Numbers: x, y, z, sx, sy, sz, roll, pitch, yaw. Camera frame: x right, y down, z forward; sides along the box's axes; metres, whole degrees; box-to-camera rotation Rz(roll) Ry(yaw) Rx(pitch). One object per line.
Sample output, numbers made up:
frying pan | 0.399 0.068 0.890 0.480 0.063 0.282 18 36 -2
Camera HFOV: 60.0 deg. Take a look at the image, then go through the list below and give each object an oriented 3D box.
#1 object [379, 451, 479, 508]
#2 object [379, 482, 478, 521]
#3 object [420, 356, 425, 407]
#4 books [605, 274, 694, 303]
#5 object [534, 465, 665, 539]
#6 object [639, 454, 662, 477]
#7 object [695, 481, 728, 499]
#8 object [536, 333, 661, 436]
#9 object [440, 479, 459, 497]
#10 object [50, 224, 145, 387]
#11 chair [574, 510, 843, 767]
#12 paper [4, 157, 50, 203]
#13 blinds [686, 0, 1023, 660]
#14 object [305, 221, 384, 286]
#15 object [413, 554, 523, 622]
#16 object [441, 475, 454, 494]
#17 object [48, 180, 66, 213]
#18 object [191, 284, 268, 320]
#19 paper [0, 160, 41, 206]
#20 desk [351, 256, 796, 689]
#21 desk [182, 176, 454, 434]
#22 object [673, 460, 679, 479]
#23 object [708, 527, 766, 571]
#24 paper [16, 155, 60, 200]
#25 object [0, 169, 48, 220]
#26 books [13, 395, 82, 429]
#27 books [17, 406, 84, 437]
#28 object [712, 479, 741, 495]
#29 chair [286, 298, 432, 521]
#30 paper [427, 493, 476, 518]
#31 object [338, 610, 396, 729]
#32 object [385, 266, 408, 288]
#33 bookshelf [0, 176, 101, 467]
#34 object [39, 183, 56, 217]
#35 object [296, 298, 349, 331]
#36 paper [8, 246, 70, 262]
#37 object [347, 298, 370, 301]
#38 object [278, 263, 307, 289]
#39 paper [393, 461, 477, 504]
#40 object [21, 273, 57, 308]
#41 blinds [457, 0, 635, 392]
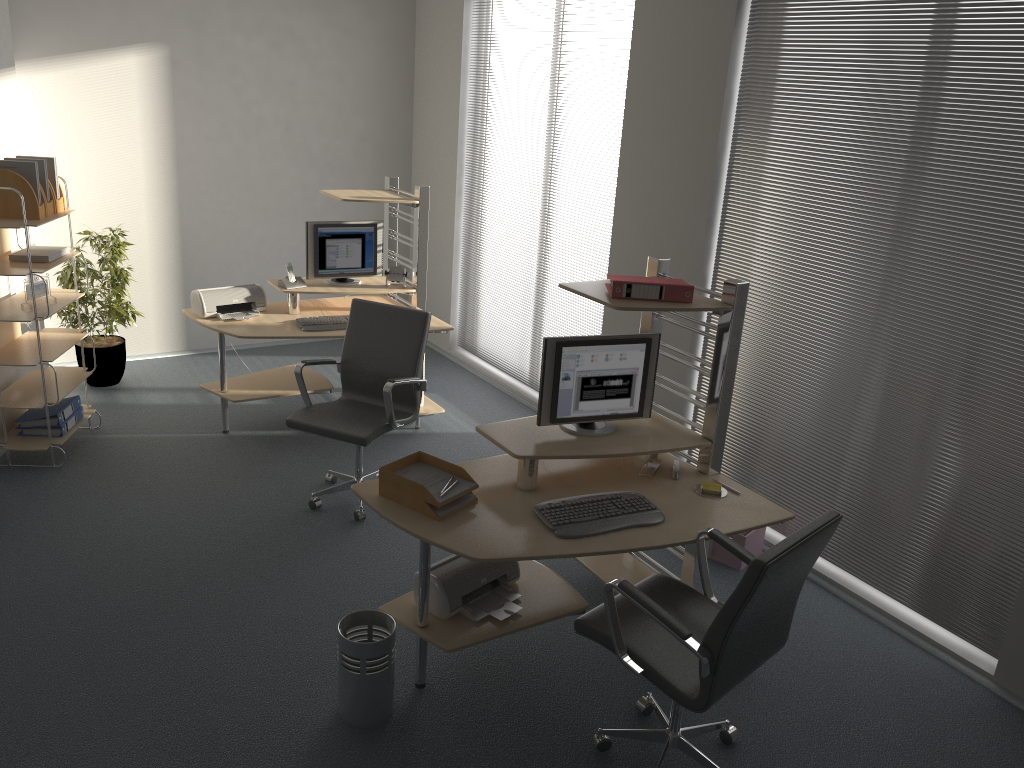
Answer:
object | -0.315 0.356 3.371 0.309 0.060 0.225 17 23 34
object | -0.319 0.409 3.390 0.309 0.060 0.225 17 23 34
object | -0.778 -0.100 6.011 0.199 0.422 0.471 -8 23 -31
books | 0.555 -0.404 3.613 0.320 0.072 0.262 4 19 -1
object | 0.218 0.420 3.591 0.478 0.082 0.814 -5 21 -24
object | 0.593 0.334 3.774 0.054 0.064 0.159 12 21 22
object | 0.813 0.425 3.614 0.132 0.026 0.132 -8 23 -31
object | 0.348 -0.020 3.724 0.516 0.418 0.245 0 20 -11
object | -0.234 0.390 3.316 0.008 0.009 0.159 11 20 19
object | -2.880 -0.545 6.221 0.544 1.147 0.644 2 19 -4
chair | 0.610 0.860 3.008 0.652 1.048 0.584 21 26 40
paper | -2.677 -1.093 4.903 0.213 0.297 0.045 2 19 -5
blinds | 1.635 -0.445 4.053 0.022 2.770 1.950 -8 23 -31
object | -1.119 -0.885 5.912 0.516 0.418 0.245 -2 20 -17
object | -0.122 0.792 3.544 0.351 0.162 0.438 20 25 38
object | -0.244 0.380 3.342 0.008 0.009 0.159 8 20 11
object | -2.679 -1.109 5.008 0.243 0.259 0.113 3 19 -3
object | -1.751 -0.515 5.599 0.438 0.162 0.351 -12 25 -39
paper | -2.665 -1.051 4.787 0.213 0.297 0.045 1 19 -8
desk | 0.240 0.405 3.451 1.469 1.566 0.967 -8 23 -31
desk | -1.237 -0.467 5.657 1.469 1.566 0.967 -8 23 -31
object | 0.695 0.359 3.757 0.022 0.042 0.134 7 19 8
object | 1.163 0.806 4.579 0.185 0.202 0.245 19 24 36
paper | -2.680 -1.134 5.020 0.213 0.297 0.045 3 19 -3
object | -2.662 -1.026 4.774 0.243 0.259 0.113 1 19 -8
books | -2.745 0.163 5.246 0.263 0.100 0.320 2 19 -5
books | -2.739 0.216 5.265 0.262 0.072 0.320 2 19 -5
object | 0.882 0.421 3.661 0.011 0.011 0.158 -10 23 -34
chair | -0.817 0.143 4.780 0.584 1.048 0.652 12 21 21
paper | -0.319 0.421 3.393 0.297 0.019 0.210 17 23 34
object | -0.537 1.053 3.273 0.208 0.377 0.208 7 20 10
object | -0.772 -0.719 5.931 0.154 0.135 0.093 5 19 3
bookshelf | -2.714 -0.363 5.075 0.381 1.572 0.724 2 19 -6
object | -2.675 -1.067 4.890 0.243 0.259 0.113 2 19 -5
object | -1.218 -0.452 5.804 0.478 0.082 0.814 -5 21 -24
paper | -2.685 -0.740 5.045 0.213 0.046 0.297 2 19 -6
object | -0.945 -0.506 6.003 0.168 0.088 0.742 -7 22 -29
object | -1.428 -0.707 5.746 0.119 0.151 0.150 21 25 40
paper | -0.315 0.372 3.376 0.297 0.010 0.210 17 23 34
object | -2.680 -0.530 5.010 0.077 0.161 0.192 8 20 12
blinds | 0.154 -1.320 6.264 0.037 2.749 1.950 -8 23 -31
